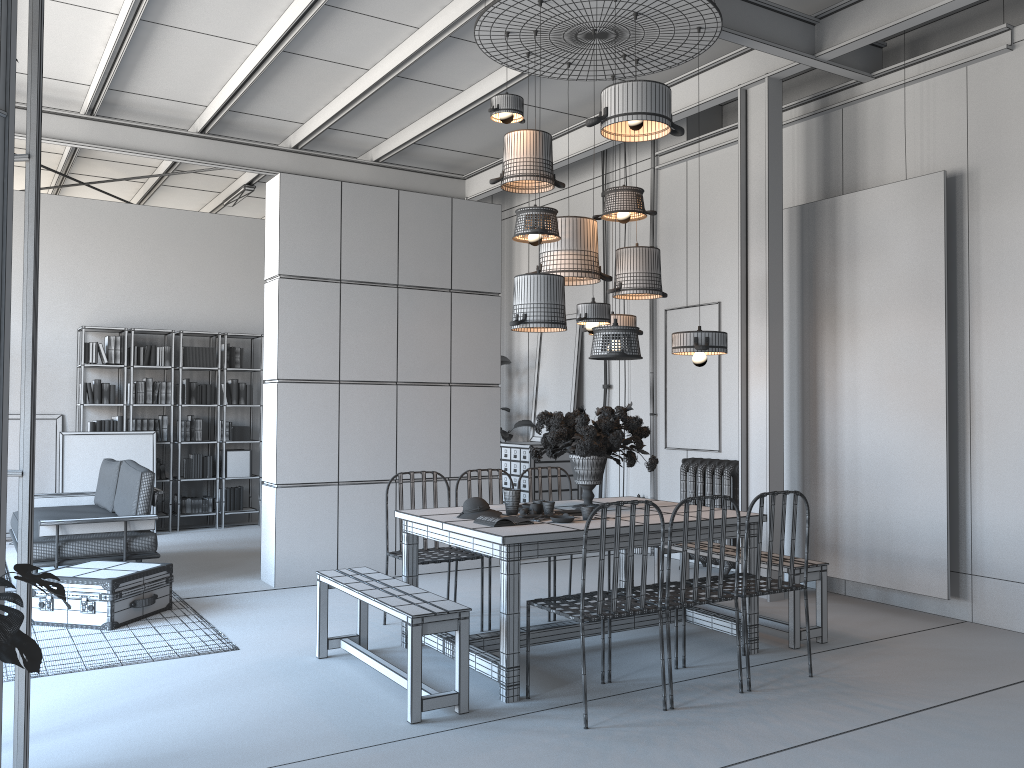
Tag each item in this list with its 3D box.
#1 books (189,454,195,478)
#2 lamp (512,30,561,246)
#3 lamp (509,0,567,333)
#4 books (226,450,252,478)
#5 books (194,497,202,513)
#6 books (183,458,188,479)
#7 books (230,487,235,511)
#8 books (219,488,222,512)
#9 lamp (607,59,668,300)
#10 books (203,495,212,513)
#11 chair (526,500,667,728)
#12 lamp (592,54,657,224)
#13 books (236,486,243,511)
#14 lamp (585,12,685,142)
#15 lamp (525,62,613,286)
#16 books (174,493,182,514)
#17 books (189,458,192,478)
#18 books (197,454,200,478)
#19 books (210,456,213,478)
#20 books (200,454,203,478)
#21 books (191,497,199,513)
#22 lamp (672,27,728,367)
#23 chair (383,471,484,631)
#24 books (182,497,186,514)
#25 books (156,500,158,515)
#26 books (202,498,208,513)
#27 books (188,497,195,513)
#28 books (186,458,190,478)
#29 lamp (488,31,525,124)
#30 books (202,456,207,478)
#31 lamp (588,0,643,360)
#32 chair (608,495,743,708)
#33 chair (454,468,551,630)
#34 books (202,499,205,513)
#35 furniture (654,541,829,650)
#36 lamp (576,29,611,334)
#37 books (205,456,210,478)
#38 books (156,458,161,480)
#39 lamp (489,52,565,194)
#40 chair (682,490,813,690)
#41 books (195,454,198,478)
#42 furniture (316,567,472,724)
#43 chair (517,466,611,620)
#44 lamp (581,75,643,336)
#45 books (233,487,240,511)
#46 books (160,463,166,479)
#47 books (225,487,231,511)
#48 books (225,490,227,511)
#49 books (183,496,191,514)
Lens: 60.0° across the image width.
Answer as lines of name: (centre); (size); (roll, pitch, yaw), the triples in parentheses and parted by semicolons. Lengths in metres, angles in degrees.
books: (-3.687, 0.947, 10.225); (0.027, 0.278, 0.202); (1, -2, -32)
lamp: (0.154, -1.476, 5.316); (0.301, 1.306, 0.359); (2, -2, -39)
lamp: (0.153, -1.218, 4.906); (0.352, 1.845, 0.312); (0, -2, -6)
books: (-3.191, 0.942, 10.378); (0.303, 0.326, 0.033); (1, -2, -32)
books: (-3.647, 1.405, 10.297); (0.040, 0.176, 0.242); (1, -2, -32)
books: (-3.747, 0.970, 10.186); (0.022, 0.227, 0.165); (1, -2, -32)
books: (-3.332, 1.368, 10.515); (0.047, 0.279, 0.192); (1, -2, -32)
books: (-3.441, 1.367, 10.448); (0.030, 0.277, 0.192); (1, -2, -32)
lamp: (0.814, -1.337, 5.735); (0.364, 1.553, 0.322); (0, -2, 14)
books: (-3.560, 1.403, 10.368); (0.047, 0.184, 0.271); (1, -2, -32)
chair: (0.396, 1.020, 4.205); (0.474, 0.975, 0.488); (1, -2, -32)
lamp: (0.720, -1.568, 5.677); (0.359, 1.094, 0.301); (1, -2, -14)
books: (-3.240, 1.363, 10.556); (0.030, 0.295, 0.217); (1, -2, -32)
lamp: (0.708, -1.784, 5.075); (0.403, 0.687, 0.505); (-1, -2, 36)
lamp: (0.373, -1.390, 5.798); (0.470, 1.447, 0.415); (-1, -2, 29)
books: (-3.840, 1.378, 10.195); (0.033, 0.223, 0.275); (1, -2, -32)
books: (-3.709, 0.971, 10.211); (0.022, 0.227, 0.165); (1, -2, -32)
books: (-3.640, 0.948, 10.254); (0.027, 0.278, 0.202); (1, -2, -32)
books: (-3.520, 0.965, 10.329); (0.025, 0.254, 0.184); (1, -2, -32)
books: (-3.618, 0.949, 10.269); (0.027, 0.278, 0.202); (1, -2, -32)
books: (-3.680, 1.405, 10.277); (0.040, 0.176, 0.242); (1, -2, -32)
lamp: (1.108, -1.112, 5.244); (0.323, 2.026, 0.404); (1, -2, -29)
chair: (-0.503, 1.057, 5.648); (0.474, 0.975, 0.488); (1, -2, -32)
books: (-3.806, 1.398, 10.215); (0.047, 0.184, 0.271); (1, -2, -32)
books: (-4.060, 1.395, 10.064); (0.040, 0.176, 0.242); (1, -2, -32)
books: (-3.588, 1.415, 10.334); (0.033, 0.158, 0.241); (1, -2, -32)
books: (-3.714, 1.403, 10.256); (0.040, 0.176, 0.242); (1, -2, -32)
books: (-3.729, 0.970, 10.199); (0.022, 0.227, 0.165); (1, -2, -32)
lamp: (-0.029, -1.847, 5.346); (0.202, 0.564, 0.253); (0, -2, 6)
books: (-3.590, 0.965, 10.309); (0.057, 0.244, 0.180); (1, -2, -32)
lamp: (0.564, -1.138, 4.850); (0.301, 2.004, 0.359); (1, -2, -34)
chair: (0.817, 1.030, 4.466); (0.474, 0.975, 0.488); (1, -2, -32)
chair: (-0.070, 1.067, 5.916); (0.474, 0.975, 0.488); (1, -2, -32)
books: (-3.616, 1.414, 10.317); (0.033, 0.158, 0.241); (1, -2, -32)
furniture: (1.445, 1.326, 5.777); (0.300, 0.478, 1.260); (1, -2, -32)
lamp: (0.488, -1.211, 5.285); (0.202, 1.831, 0.253); (0, -2, 6)
books: (-3.540, 0.965, 10.315); (0.025, 0.254, 0.184); (1, -2, -32)
books: (-4.037, 0.960, 10.061); (0.036, 0.244, 0.302); (1, -2, -32)
lamp: (0.102, -1.684, 5.647); (0.392, 0.870, 0.346); (-1, -2, 29)
chair: (1.250, 1.040, 4.734); (0.474, 0.975, 0.488); (1, -2, -32)
books: (-3.664, 0.948, 10.240); (0.027, 0.278, 0.202); (1, -2, -32)
furniture: (-0.643, 1.279, 4.515); (0.300, 0.478, 1.260); (1, -2, -32)
chair: (0.352, 1.077, 6.177); (0.474, 0.975, 0.488); (1, -2, -32)
lamp: (0.684, -1.206, 6.019); (0.323, 1.798, 0.404); (-1, -2, 26)
books: (-3.282, 1.368, 10.537); (0.061, 0.283, 0.207); (1, -2, -32)
books: (-3.992, 0.994, 10.082); (0.061, 0.177, 0.246); (1, -2, -32)
books: (-3.373, 1.367, 10.489); (0.049, 0.279, 0.195); (1, -2, -32)
books: (-3.411, 1.375, 10.466); (0.040, 0.262, 0.196); (1, -2, -32)
books: (-3.760, 1.398, 10.238); (0.056, 0.185, 0.260); (1, -2, -32)
